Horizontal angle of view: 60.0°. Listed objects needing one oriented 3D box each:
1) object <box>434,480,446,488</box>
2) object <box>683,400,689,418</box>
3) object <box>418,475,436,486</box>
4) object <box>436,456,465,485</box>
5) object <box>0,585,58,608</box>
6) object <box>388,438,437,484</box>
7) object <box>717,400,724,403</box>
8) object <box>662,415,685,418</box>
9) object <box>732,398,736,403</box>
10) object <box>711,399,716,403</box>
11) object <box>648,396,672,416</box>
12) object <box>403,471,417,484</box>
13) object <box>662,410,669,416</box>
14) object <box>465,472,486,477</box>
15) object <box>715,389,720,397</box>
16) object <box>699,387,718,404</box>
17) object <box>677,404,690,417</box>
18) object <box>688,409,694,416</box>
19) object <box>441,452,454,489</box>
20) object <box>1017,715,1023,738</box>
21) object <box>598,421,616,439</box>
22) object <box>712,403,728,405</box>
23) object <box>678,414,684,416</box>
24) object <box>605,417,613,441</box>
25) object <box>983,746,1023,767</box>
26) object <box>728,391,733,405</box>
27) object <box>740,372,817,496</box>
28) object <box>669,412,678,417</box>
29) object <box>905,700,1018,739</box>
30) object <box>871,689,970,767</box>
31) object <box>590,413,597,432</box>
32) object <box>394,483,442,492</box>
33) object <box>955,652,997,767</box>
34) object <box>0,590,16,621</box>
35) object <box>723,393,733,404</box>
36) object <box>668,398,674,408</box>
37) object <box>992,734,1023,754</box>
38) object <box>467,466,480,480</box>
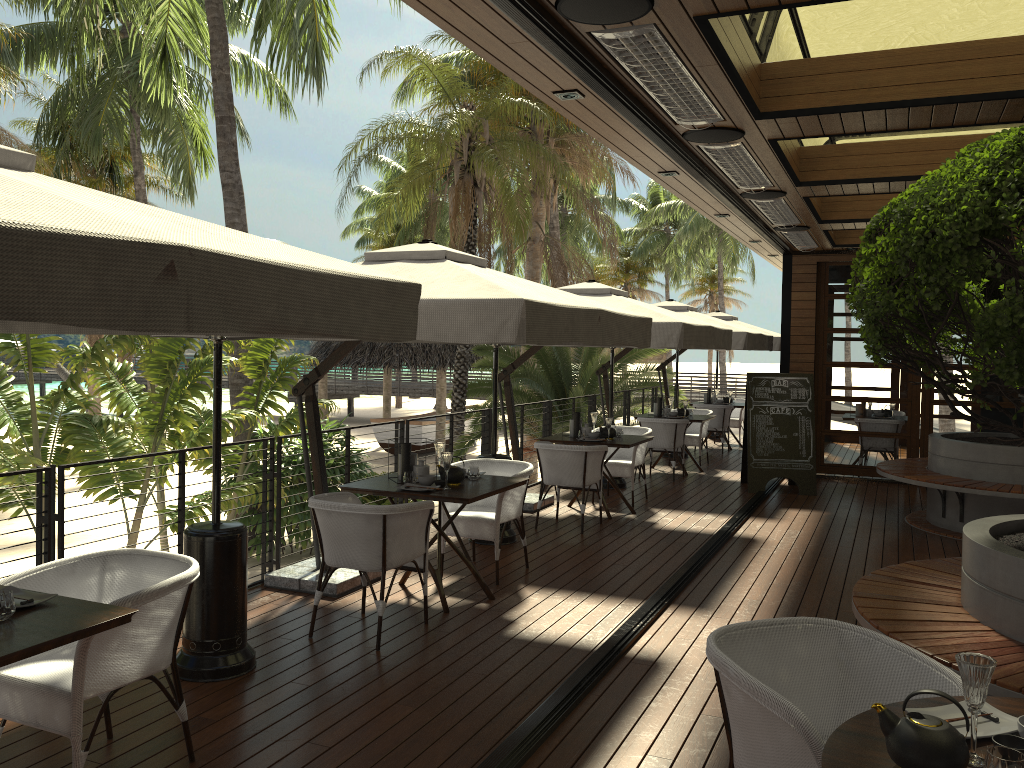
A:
[{"bbox_3d":[-0.451,0.631,5.588,0.080,0.042,0.080,0,2,-15],"label":"object"},{"bbox_3d":[2.289,0.333,11.705,0.082,0.227,0.082,2,2,24],"label":"object"},{"bbox_3d":[-0.542,0.616,5.626,0.116,0.065,0.116,2,2,22],"label":"object"},{"bbox_3d":[-0.385,0.557,5.748,0.163,0.179,0.168,2,2,25],"label":"object"},{"bbox_3d":[-1.709,0.724,2.997,0.295,0.025,0.170,2,3,23],"label":"object"},{"bbox_3d":[-0.659,0.505,5.869,0.263,0.264,0.263,0,2,-21],"label":"object"},{"bbox_3d":[3.514,0.305,14.941,0.116,0.065,0.116,2,2,28],"label":"object"},{"bbox_3d":[2.133,0.436,11.651,0.295,0.025,0.170,2,3,23],"label":"object"},{"bbox_3d":[3.799,0.287,15.249,0.086,0.086,0.086,2,2,28],"label":"object"},{"bbox_3d":[3.406,0.291,14.965,0.086,0.086,0.086,2,2,28],"label":"object"},{"bbox_3d":[2.035,0.299,12.057,0.263,0.264,0.263,0,2,-21],"label":"object"},{"bbox_3d":[-0.650,0.602,5.651,0.086,0.086,0.086,2,2,28],"label":"object"},{"bbox_3d":[2.044,0.396,11.838,0.086,0.086,0.086,2,2,28],"label":"object"},{"bbox_3d":[-0.346,0.619,6.128,0.295,0.025,0.170,2,3,23],"label":"object"},{"bbox_3d":[3.559,0.204,15.382,0.082,0.227,0.082,2,2,24],"label":"object"},{"bbox_3d":[3.396,0.194,15.184,0.263,0.264,0.263,0,2,-21],"label":"object"},{"bbox_3d":[2.308,0.350,11.939,0.168,0.179,0.163,2,2,22],"label":"object"},{"bbox_3d":[2.438,0.391,12.122,0.086,0.086,0.086,2,2,28],"label":"object"},{"bbox_3d":[-0.405,0.539,5.518,0.082,0.227,0.082,2,2,24],"label":"object"},{"bbox_3d":[1.200,0.798,1.991,0.116,0.065,0.116,1,2,6],"label":"object"},{"bbox_3d":[0.960,0.454,8.837,0.163,0.179,0.168,2,2,25],"label":"object"},{"bbox_3d":[3.495,0.332,14.778,0.295,0.025,0.170,2,3,23],"label":"object"},{"bbox_3d":[2.243,0.424,11.775,0.080,0.042,0.080,2,2,15],"label":"object"},{"bbox_3d":[0.940,0.436,8.607,0.082,0.227,0.082,1,1,13],"label":"object"},{"bbox_3d":[1.002,0.792,1.798,0.086,0.086,0.086,2,2,34],"label":"object"},{"bbox_3d":[3.650,0.228,14.833,0.082,0.227,0.082,2,2,24],"label":"object"},{"bbox_3d":[3.184,0.564,10.594,0.768,1.396,0.772,1,2,8],"label":"object"},{"bbox_3d":[2.152,0.410,11.813,0.116,0.065,0.116,2,2,28],"label":"object"},{"bbox_3d":[1.076,0.810,2.126,0.294,0.025,0.170,0,3,-20],"label":"object"},{"bbox_3d":[0.885,0.739,1.893,0.163,0.179,0.168,0,2,-17],"label":"object"},{"bbox_3d":[0.848,0.412,9.156,0.082,0.227,0.082,2,2,24],"label":"object"},{"bbox_3d":[-0.561,0.643,5.464,0.295,0.025,0.170,2,3,23],"label":"object"},{"bbox_3d":[1.012,0.713,1.941,0.082,0.227,0.082,0,2,-31],"label":"object"},{"bbox_3d":[-1.619,0.702,2.805,0.086,0.086,0.086,2,2,24],"label":"object"},{"bbox_3d":[3.669,0.246,15.066,0.168,0.179,0.163,2,2,22],"label":"object"},{"bbox_3d":[2.197,0.308,12.255,0.082,0.227,0.082,2,2,24],"label":"object"},{"bbox_3d":[1.103,0.809,1.956,0.080,0.042,0.080,0,2,-22],"label":"object"},{"bbox_3d":[-0.256,0.598,5.935,0.086,0.086,0.086,2,2,28],"label":"object"}]
